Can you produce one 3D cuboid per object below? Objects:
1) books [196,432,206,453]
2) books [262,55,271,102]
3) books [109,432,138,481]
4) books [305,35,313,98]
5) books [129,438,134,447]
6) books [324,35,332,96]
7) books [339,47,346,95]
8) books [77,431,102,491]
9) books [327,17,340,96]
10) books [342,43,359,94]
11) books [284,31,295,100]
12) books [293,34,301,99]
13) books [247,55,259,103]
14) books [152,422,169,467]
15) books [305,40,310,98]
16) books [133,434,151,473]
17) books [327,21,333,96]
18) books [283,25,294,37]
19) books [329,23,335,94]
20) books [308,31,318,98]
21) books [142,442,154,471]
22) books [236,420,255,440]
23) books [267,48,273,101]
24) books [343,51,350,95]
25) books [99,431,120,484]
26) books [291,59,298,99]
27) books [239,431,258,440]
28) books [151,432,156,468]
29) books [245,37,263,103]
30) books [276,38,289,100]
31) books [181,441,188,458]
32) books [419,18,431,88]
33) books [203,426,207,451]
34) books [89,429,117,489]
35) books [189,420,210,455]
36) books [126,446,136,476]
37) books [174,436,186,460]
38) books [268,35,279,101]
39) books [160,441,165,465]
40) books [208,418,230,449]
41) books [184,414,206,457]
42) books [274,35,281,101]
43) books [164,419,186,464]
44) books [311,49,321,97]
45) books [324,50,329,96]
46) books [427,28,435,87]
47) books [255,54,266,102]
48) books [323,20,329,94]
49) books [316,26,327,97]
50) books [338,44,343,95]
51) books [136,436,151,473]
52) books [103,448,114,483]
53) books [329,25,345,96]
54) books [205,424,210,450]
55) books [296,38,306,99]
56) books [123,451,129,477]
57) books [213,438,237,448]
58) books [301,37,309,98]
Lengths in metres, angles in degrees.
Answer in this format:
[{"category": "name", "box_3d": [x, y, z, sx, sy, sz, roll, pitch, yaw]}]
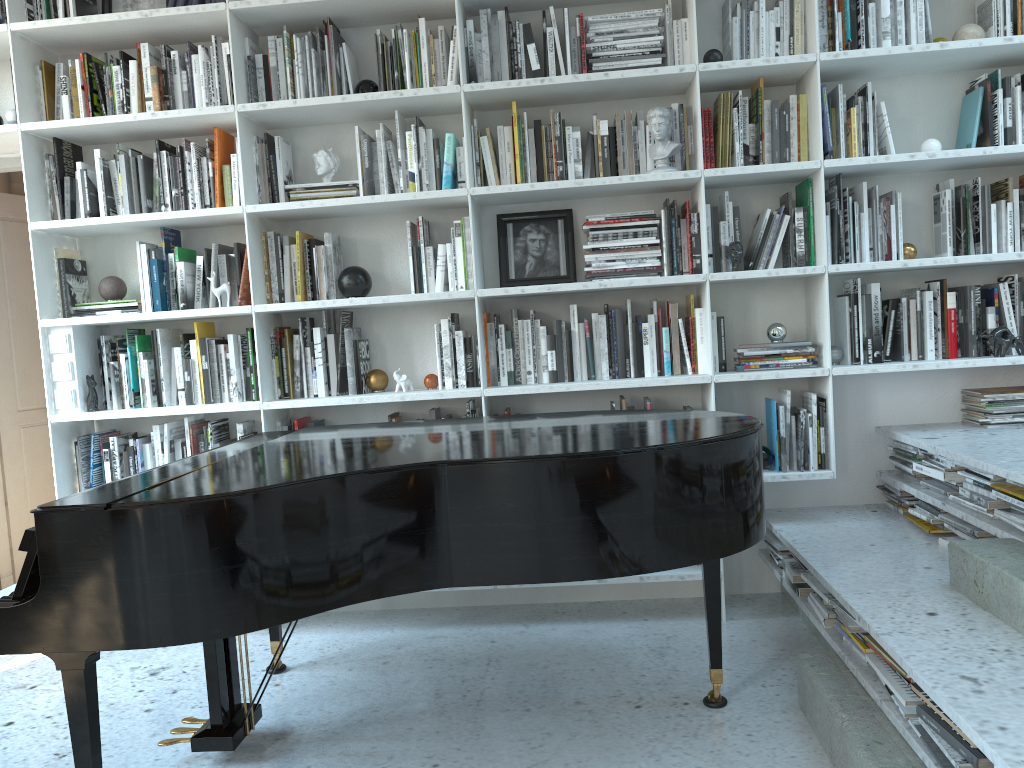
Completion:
[{"category": "books", "box_3d": [-1.225, 0.321, 3.599, 0.029, 0.255, 0.152, -3, 4, 5]}, {"category": "books", "box_3d": [-0.932, -1.155, 3.471, 0.024, 0.219, 0.140, -3, 4, 5]}, {"category": "books", "box_3d": [-1.567, 0.337, 3.607, 0.029, 0.266, 0.171, -3, 4, 5]}, {"category": "books", "box_3d": [-0.758, -1.185, 3.426, 0.009, 0.261, 0.180, -3, 4, 5]}, {"category": "books", "box_3d": [-1.514, 0.341, 3.628, 0.022, 0.248, 0.133, -3, 4, 5]}, {"category": "books", "box_3d": [-0.689, -1.190, 3.431, 0.010, 0.262, 0.158, -3, 4, 5]}, {"category": "books", "box_3d": [-0.637, -1.172, 3.443, 0.012, 0.218, 0.151, -3, 4, 5]}, {"category": "books", "box_3d": [-1.697, 0.340, 3.603, 0.011, 0.277, 0.189, -3, 4, 5]}, {"category": "books", "box_3d": [-0.677, -1.226, 3.437, 0.005, 0.331, 0.161, -3, 4, 5]}, {"category": "books", "box_3d": [-0.613, -1.180, 3.431, 0.031, 0.232, 0.147, -3, 4, 5]}, {"category": "books", "box_3d": [-0.837, -1.191, 3.430, 0.010, 0.284, 0.183, -3, 4, 5]}, {"category": "books", "box_3d": [-0.800, -1.183, 3.420, 0.009, 0.263, 0.189, -3, 4, 5]}, {"category": "books", "box_3d": [-0.982, -1.145, 3.452, 0.015, 0.208, 0.186, -3, 4, 5]}, {"category": "books", "box_3d": [-1.402, 0.309, 3.606, 0.027, 0.300, 0.142, -3, 4, 5]}, {"category": "books", "box_3d": [-0.766, -1.183, 3.443, 0.011, 0.256, 0.152, -3, 4, 5]}, {"category": "books", "box_3d": [-1.472, 0.336, 3.593, 0.013, 0.257, 0.189, -3, 4, 5]}, {"category": "books", "box_3d": [-0.682, -1.219, 3.441, 0.005, 0.316, 0.157, -3, 4, 5]}, {"category": "books", "box_3d": [-0.847, -1.209, 3.451, 0.011, 0.317, 0.154, -3, 4, 5]}, {"category": "books", "box_3d": [-0.672, -1.214, 3.436, 0.005, 0.306, 0.162, -3, 4, 5]}, {"category": "books", "box_3d": [-0.748, -1.195, 3.431, 0.011, 0.279, 0.169, -3, 4, 5]}, {"category": "books", "box_3d": [-1.441, 0.347, 3.600, 0.028, 0.229, 0.157, -3, 4, 5]}, {"category": "books", "box_3d": [-1.064, 0.294, 3.582, 0.025, 0.288, 0.130, -3, 4, 5]}, {"category": "books", "box_3d": [-0.916, -1.166, 3.456, 0.012, 0.240, 0.134, -3, 4, 5]}, {"category": "books", "box_3d": [-0.628, -1.168, 3.441, 0.004, 0.210, 0.132, -3, 4, 5]}, {"category": "books", "box_3d": [-1.633, 0.336, 3.627, 0.010, 0.274, 0.150, -3, 4, 5]}, {"category": "books", "box_3d": [-0.814, -1.145, 3.449, 0.029, 0.187, 0.149, -3, 4, 5]}, {"category": "books", "box_3d": [-1.047, 0.319, 3.556, 0.011, 0.240, 0.174, -3, 4, 5]}, {"category": "books", "box_3d": [-1.420, 0.323, 3.616, 0.013, 0.274, 0.145, -3, 4, 5]}, {"category": "books", "box_3d": [-0.996, -1.184, 3.467, 0.012, 0.285, 0.159, -3, 4, 5]}, {"category": "books", "box_3d": [-0.863, -1.180, 3.441, 0.024, 0.262, 0.177, -3, 4, 5]}, {"category": "books", "box_3d": [-1.292, 0.340, 3.600, 0.028, 0.225, 0.134, -3, 4, 5]}, {"category": "books", "box_3d": [-0.319, -1.224, 3.397, 0.022, 0.285, 0.189, -3, 4, 5]}, {"category": "books", "box_3d": [-1.205, 0.305, 3.599, 0.013, 0.284, 0.138, -3, 4, 5]}, {"category": "books", "box_3d": [-1.665, 0.334, 3.609, 0.052, 0.284, 0.172, -3, 4, 5]}, {"category": "books", "box_3d": [-1.248, 0.303, 3.581, 0.012, 0.295, 0.176, -3, 4, 5]}, {"category": "books", "box_3d": [-1.492, 0.354, 3.594, 0.028, 0.223, 0.188, -3, 4, 5]}, {"category": "books", "box_3d": [-1.321, 0.334, 3.606, 0.031, 0.239, 0.132, -3, 4, 5]}, {"category": "books", "box_3d": [-0.900, -1.186, 3.446, 0.026, 0.280, 0.150, -3, 4, 5]}, {"category": "books", "box_3d": [-1.380, 0.341, 3.610, 0.012, 0.233, 0.148, -3, 4, 5]}, {"category": "books", "box_3d": [-1.172, 0.295, 3.578, 0.013, 0.301, 0.172, -3, 4, 5]}, {"category": "books", "box_3d": [-1.262, 0.289, 3.573, 0.014, 0.325, 0.170, -3, 4, 5]}, {"category": "books", "box_3d": [-0.881, -1.185, 3.441, 0.012, 0.276, 0.157, -3, 4, 5]}, {"category": "books", "box_3d": [-1.359, 0.304, 3.585, 0.039, 0.307, 0.172, -3, 4, 5]}, {"category": "books", "box_3d": [-0.736, -1.160, 3.425, 0.011, 0.209, 0.181, -3, 4, 5]}, {"category": "books", "box_3d": [-0.700, -1.168, 3.453, 0.012, 0.217, 0.133, -3, 4, 5]}, {"category": "books", "box_3d": [-0.302, -1.212, 3.403, 0.010, 0.257, 0.140, -3, 4, 5]}, {"category": "books", "box_3d": [-0.959, -1.156, 3.474, 0.029, 0.225, 0.136, -3, 4, 5]}, {"category": "books", "box_3d": [-0.697, -1.220, 3.436, 0.004, 0.321, 0.153, -3, 4, 5]}, {"category": "books", "box_3d": [-0.716, -1.203, 3.426, 0.011, 0.292, 0.176, -3, 4, 5]}, {"category": "books", "box_3d": [-0.647, -1.181, 3.450, 0.009, 0.237, 0.134, -3, 4, 5]}, {"category": "books", "box_3d": [-1.461, 0.338, 3.588, 0.010, 0.253, 0.177, -3, 4, 5]}, {"category": "books", "box_3d": [-1.592, 0.361, 3.604, 0.022, 0.221, 0.187, -3, 4, 5]}, {"category": "books", "box_3d": [-0.661, -1.204, 3.415, 0.011, 0.287, 0.188, -3, 4, 5]}, {"category": "books", "box_3d": [-1.189, 0.301, 3.585, 0.022, 0.291, 0.137, -3, 4, 5]}, {"category": "books", "box_3d": [-0.789, -1.178, 3.422, 0.012, 0.252, 0.183, -3, 4, 5]}, {"category": "books", "box_3d": [-1.536, 0.367, 3.628, 0.025, 0.200, 0.136, -3, 4, 5]}, {"category": "books", "box_3d": [-1.133, 0.335, 3.580, 0.059, 0.216, 0.177, -3, 4, 5]}, {"category": "books", "box_3d": [-0.777, -1.185, 3.444, 0.010, 0.262, 0.169, -3, 4, 5]}]
